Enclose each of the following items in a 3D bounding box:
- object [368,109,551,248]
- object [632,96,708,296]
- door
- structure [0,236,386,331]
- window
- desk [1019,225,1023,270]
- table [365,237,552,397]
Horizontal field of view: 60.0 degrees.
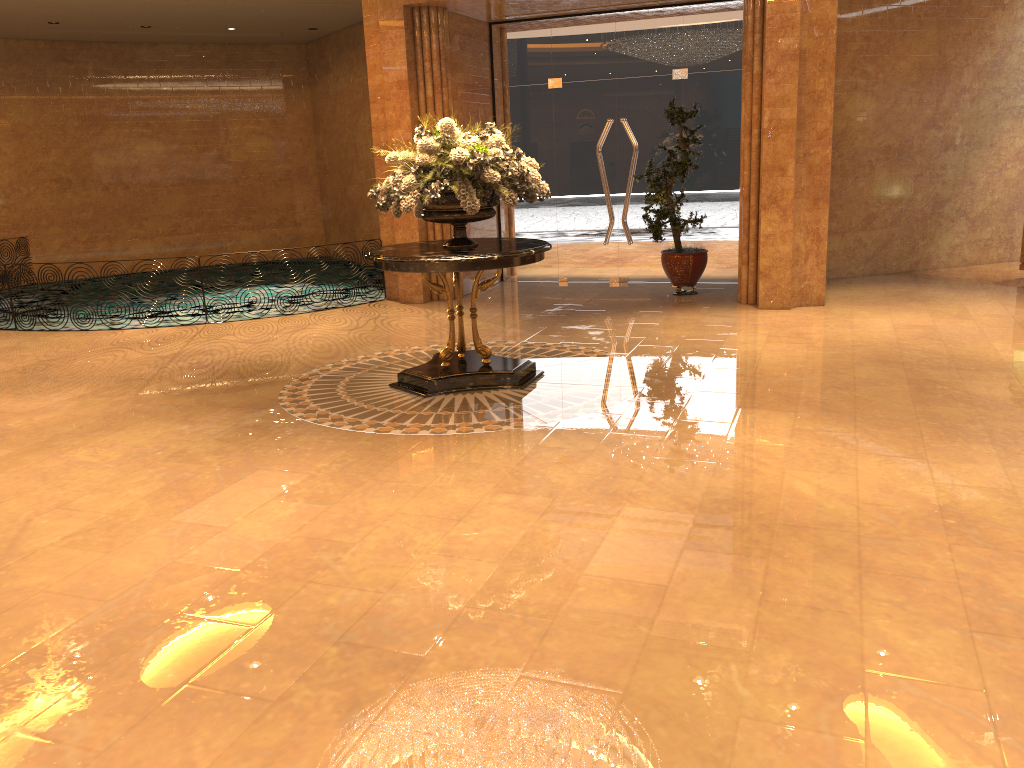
[{"bbox_3d":[-0.413,-1.588,6.985,1.277,0.999,1.318,-14,18,-37],"label":"object"},{"bbox_3d":[1.976,-2.265,10.834,0.843,2.363,1.250,-2,14,1],"label":"object"},{"bbox_3d":[1.436,-2.760,12.048,1.880,2.758,0.195,3,15,20],"label":"door"},{"bbox_3d":[-5.826,-1.453,12.544,7.624,0.995,3.815,9,18,38],"label":"structure"},{"bbox_3d":[1.419,-3.125,11.954,3.515,3.571,0.047,3,15,20],"label":"window"},{"bbox_3d":[7.715,-1.443,9.059,1.570,1.155,5.227,-6,15,-14],"label":"desk"},{"bbox_3d":[-0.402,-0.576,7.237,1.493,1.089,1.493,1,15,14],"label":"table"}]
